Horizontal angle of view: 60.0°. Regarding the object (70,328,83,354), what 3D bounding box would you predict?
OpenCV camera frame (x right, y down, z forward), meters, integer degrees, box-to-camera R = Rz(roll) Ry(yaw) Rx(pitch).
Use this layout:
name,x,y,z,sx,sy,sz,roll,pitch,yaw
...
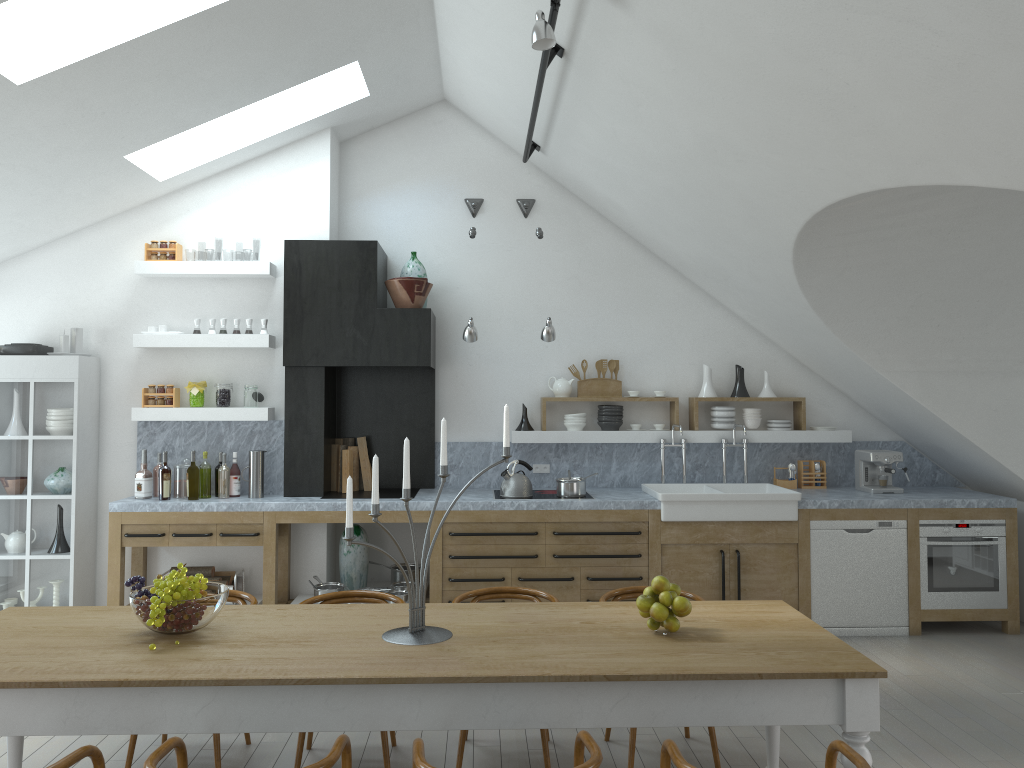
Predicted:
name,x,y,z,sx,sy,sz,roll,pitch,yaw
object,-3.203,-0.306,6.520,0.071,0.211,0.072,-1,-3,21

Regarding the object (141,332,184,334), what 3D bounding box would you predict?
name,x,y,z,sx,sy,sz,roll,pitch,yaw
object,-2.593,-0.372,6.583,0.295,0.025,0.113,0,-1,-2

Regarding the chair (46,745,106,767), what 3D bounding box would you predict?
name,x,y,z,sx,sy,sz,roll,pitch,yaw
chair,-1.471,1.368,2.444,0.527,0.736,0.621,0,-2,1

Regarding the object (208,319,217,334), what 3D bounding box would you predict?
name,x,y,z,sx,sy,sz,roll,pitch,yaw
object,-2.230,-0.424,6.595,0.068,0.124,0.064,0,-2,-8

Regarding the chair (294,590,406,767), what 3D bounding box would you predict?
name,x,y,z,sx,sy,sz,roll,pitch,yaw
chair,-0.756,1.393,4.117,0.527,0.736,0.621,0,-2,-5

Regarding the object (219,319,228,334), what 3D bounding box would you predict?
name,x,y,z,sx,sy,sz,roll,pitch,yaw
object,-2.144,-0.424,6.583,0.068,0.124,0.064,0,-2,-8

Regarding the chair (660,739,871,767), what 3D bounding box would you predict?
name,x,y,z,sx,sy,sz,roll,pitch,yaw
chair,0.707,1.369,2.481,0.527,0.736,0.621,0,-2,1

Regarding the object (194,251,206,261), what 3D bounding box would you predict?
name,x,y,z,sx,sy,sz,roll,pitch,yaw
object,-2.323,-0.941,6.602,0.077,0.085,0.077,-1,-2,30

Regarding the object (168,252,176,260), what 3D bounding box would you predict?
name,x,y,z,sx,sy,sz,roll,pitch,yaw
object,-2.536,-0.948,6.623,0.058,0.075,0.058,-1,-2,21

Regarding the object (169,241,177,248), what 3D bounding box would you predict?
name,x,y,z,sx,sy,sz,roll,pitch,yaw
object,-2.536,-1.034,6.627,0.058,0.075,0.058,-1,-2,21

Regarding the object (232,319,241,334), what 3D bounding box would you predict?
name,x,y,z,sx,sy,sz,roll,pitch,yaw
object,-2.049,-0.424,6.600,0.068,0.124,0.064,0,-2,-8

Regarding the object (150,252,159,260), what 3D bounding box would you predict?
name,x,y,z,sx,sy,sz,roll,pitch,yaw
object,-2.670,-0.948,6.618,0.058,0.075,0.058,-1,-2,21

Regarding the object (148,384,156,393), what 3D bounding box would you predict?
name,x,y,z,sx,sy,sz,roll,pitch,yaw
object,-2.670,0.040,6.574,0.058,0.075,0.058,-1,-2,21

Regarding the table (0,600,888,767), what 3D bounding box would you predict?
name,x,y,z,sx,sy,sz,roll,pitch,yaw
table,-0.459,1.346,3.333,3.348,0.800,1.017,0,-2,-2

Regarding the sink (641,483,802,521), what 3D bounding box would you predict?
name,x,y,z,sx,sy,sz,roll,pitch,yaw
sink,1.533,0.877,6.607,1.021,0.202,0.726,0,-1,-2

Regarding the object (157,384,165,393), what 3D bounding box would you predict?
name,x,y,z,sx,sy,sz,roll,pitch,yaw
object,-2.603,0.040,6.577,0.058,0.075,0.058,-1,-2,21

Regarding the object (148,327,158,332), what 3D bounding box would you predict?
name,x,y,z,sx,sy,sz,roll,pitch,yaw
object,-2.668,-0.394,6.583,0.058,0.061,0.057,0,-2,-3

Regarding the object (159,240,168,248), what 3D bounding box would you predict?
name,x,y,z,sx,sy,sz,roll,pitch,yaw
object,-2.603,-1.034,6.625,0.058,0.075,0.058,-1,-2,21

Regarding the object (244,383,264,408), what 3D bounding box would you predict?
name,x,y,z,sx,sy,sz,roll,pitch,yaw
object,-1.925,0.086,6.586,0.103,0.178,0.207,-1,-2,20

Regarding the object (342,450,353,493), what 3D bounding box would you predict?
name,x,y,z,sx,sy,sz,roll,pitch,yaw
object,-1.253,0.669,6.760,0.081,0.336,0.148,1,-2,-12

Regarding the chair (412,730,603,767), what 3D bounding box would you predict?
name,x,y,z,sx,sy,sz,roll,pitch,yaw
chair,-0.018,1.369,2.523,0.527,0.736,0.621,0,-2,-7

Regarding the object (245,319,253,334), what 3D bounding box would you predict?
name,x,y,z,sx,sy,sz,roll,pitch,yaw
object,-1.956,-0.424,6.595,0.068,0.124,0.064,0,-2,-8

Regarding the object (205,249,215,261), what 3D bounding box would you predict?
name,x,y,z,sx,sy,sz,roll,pitch,yaw
object,-2.244,-0.948,6.577,0.071,0.099,0.071,2,-3,-38

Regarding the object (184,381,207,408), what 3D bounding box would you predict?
name,x,y,z,sx,sy,sz,roll,pitch,yaw
object,-2.340,0.076,6.566,0.163,0.199,0.128,0,-2,-7

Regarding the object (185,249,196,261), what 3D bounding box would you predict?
name,x,y,z,sx,sy,sz,roll,pitch,yaw
object,-2.405,-0.950,6.629,0.081,0.105,0.081,1,-2,-34

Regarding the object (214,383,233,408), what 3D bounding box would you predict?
name,x,y,z,sx,sy,sz,roll,pitch,yaw
object,-2.140,0.083,6.576,0.120,0.183,0.120,0,-2,13

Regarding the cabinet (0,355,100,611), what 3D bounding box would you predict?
name,x,y,z,sx,sy,sz,roll,pitch,yaw
cabinet,-3.404,0.795,6.413,0.642,1.992,0.360,0,-3,-2

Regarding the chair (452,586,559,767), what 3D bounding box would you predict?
name,x,y,z,sx,sy,sz,roll,pitch,yaw
chair,-0.030,1.394,4.203,0.527,0.736,0.621,0,-2,1

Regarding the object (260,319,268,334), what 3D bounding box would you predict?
name,x,y,z,sx,sy,sz,roll,pitch,yaw
object,-1.845,-0.424,6.599,0.068,0.124,0.064,0,-2,-8

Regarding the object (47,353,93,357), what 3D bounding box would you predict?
name,x,y,z,sx,sy,sz,roll,pitch,yaw
object,-3.225,-0.209,6.468,0.150,0.025,0.294,0,-1,22

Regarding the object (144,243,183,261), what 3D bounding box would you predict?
name,x,y,z,sx,sy,sz,roll,pitch,yaw
object,-2.601,-0.972,6.621,0.237,0.146,0.120,0,-2,-2

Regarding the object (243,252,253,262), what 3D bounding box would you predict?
name,x,y,z,sx,sy,sz,roll,pitch,yaw
object,-1.979,-0.943,6.677,0.094,0.093,0.093,-1,-2,30

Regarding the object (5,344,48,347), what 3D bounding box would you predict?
name,x,y,z,sx,sy,sz,roll,pitch,yaw
object,-3.535,-0.223,6.453,0.238,0.120,0.238,0,-1,-2

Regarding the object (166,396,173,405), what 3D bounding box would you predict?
name,x,y,z,sx,sy,sz,roll,pitch,yaw
object,-2.536,0.127,6.575,0.058,0.075,0.058,-1,-2,21

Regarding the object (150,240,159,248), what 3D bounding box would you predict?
name,x,y,z,sx,sy,sz,roll,pitch,yaw
object,-2.670,-1.034,6.622,0.058,0.075,0.058,-1,-2,21

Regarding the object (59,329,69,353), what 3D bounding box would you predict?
name,x,y,z,sx,sy,sz,roll,pitch,yaw
object,-3.245,-0.300,6.421,0.054,0.196,0.054,-1,-3,23

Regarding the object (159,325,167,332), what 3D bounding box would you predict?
name,x,y,z,sx,sy,sz,roll,pitch,yaw
object,-2.593,-0.400,6.584,0.054,0.071,0.054,0,-2,-3

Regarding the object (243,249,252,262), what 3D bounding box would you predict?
name,x,y,z,sx,sy,sz,roll,pitch,yaw
object,-1.966,-0.947,6.587,0.071,0.099,0.071,2,-3,-38

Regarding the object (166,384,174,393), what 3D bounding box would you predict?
name,x,y,z,sx,sy,sz,roll,pitch,yaw
object,-2.536,0.040,6.579,0.058,0.075,0.058,-1,-2,21

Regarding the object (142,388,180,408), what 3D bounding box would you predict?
name,x,y,z,sx,sy,sz,roll,pitch,yaw
object,-2.601,0.103,6.573,0.237,0.146,0.120,0,-2,-2

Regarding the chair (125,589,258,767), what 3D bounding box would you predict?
name,x,y,z,sx,sy,sz,roll,pitch,yaw
chair,-1.482,1.393,4.150,0.527,0.736,0.621,0,-2,-2

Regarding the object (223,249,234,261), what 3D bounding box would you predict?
name,x,y,z,sx,sy,sz,roll,pitch,yaw
object,-2.127,-0.950,6.640,0.081,0.105,0.081,1,-2,-34

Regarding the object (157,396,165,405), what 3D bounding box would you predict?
name,x,y,z,sx,sy,sz,roll,pitch,yaw
object,-2.603,0.127,6.573,0.058,0.075,0.058,-1,-2,21

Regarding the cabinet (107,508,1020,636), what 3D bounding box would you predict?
name,x,y,z,sx,sy,sz,roll,pitch,yaw
cabinet,0.403,1.405,6.688,6.428,1.023,1.003,0,-2,-2

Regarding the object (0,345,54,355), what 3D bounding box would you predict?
name,x,y,z,sx,sy,sz,roll,pitch,yaw
object,-3.535,-0.213,6.452,0.298,0.120,0.298,0,-1,-2

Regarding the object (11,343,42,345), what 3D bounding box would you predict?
name,x,y,z,sx,sy,sz,roll,pitch,yaw
object,-3.535,-0.232,6.453,0.170,0.120,0.170,0,-1,-2

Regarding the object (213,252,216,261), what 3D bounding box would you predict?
name,x,y,z,sx,sy,sz,roll,pitch,yaw
object,-2.257,-0.944,6.667,0.094,0.093,0.093,-1,-2,30

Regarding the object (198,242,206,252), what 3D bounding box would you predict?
name,x,y,z,sx,sy,sz,roll,pitch,yaw
object,-2.333,-0.982,6.669,0.048,0.169,0.048,0,-2,6

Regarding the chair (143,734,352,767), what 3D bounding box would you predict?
name,x,y,z,sx,sy,sz,roll,pitch,yaw
chair,-0.746,1.369,2.512,0.527,0.736,0.621,0,-2,-2

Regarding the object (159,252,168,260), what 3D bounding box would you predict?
name,x,y,z,sx,sy,sz,roll,pitch,yaw
object,-2.603,-0.948,6.621,0.058,0.075,0.058,-1,-2,21

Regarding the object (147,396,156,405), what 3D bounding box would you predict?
name,x,y,z,sx,sy,sz,roll,pitch,yaw
object,-2.670,0.127,6.570,0.058,0.075,0.058,-1,-2,21

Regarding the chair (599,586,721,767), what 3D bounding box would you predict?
name,x,y,z,sx,sy,sz,roll,pitch,yaw
chair,0.693,1.394,4.220,0.527,0.736,0.621,0,-2,-6

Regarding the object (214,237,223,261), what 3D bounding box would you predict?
name,x,y,z,sx,sy,sz,roll,pitch,yaw
object,-2.172,-0.992,6.565,0.063,0.187,0.063,2,-3,-34

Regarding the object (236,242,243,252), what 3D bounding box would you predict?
name,x,y,z,sx,sy,sz,roll,pitch,yaw
object,-2.055,-0.981,6.679,0.048,0.169,0.048,0,-2,6

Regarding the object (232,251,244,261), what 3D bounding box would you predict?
name,x,y,z,sx,sy,sz,roll,pitch,yaw
object,-2.045,-0.940,6.612,0.077,0.085,0.077,-1,-2,30

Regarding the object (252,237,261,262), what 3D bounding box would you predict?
name,x,y,z,sx,sy,sz,roll,pitch,yaw
object,-1.895,-0.992,6.576,0.063,0.187,0.063,2,-3,-34

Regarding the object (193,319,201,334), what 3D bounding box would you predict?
name,x,y,z,sx,sy,sz,roll,pitch,yaw
object,-2.341,-0.424,6.590,0.068,0.124,0.064,0,-2,-8

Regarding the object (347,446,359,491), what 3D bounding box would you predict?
name,x,y,z,sx,sy,sz,roll,pitch,yaw
object,-1.242,0.666,6.880,0.072,0.367,0.130,-1,-2,16
